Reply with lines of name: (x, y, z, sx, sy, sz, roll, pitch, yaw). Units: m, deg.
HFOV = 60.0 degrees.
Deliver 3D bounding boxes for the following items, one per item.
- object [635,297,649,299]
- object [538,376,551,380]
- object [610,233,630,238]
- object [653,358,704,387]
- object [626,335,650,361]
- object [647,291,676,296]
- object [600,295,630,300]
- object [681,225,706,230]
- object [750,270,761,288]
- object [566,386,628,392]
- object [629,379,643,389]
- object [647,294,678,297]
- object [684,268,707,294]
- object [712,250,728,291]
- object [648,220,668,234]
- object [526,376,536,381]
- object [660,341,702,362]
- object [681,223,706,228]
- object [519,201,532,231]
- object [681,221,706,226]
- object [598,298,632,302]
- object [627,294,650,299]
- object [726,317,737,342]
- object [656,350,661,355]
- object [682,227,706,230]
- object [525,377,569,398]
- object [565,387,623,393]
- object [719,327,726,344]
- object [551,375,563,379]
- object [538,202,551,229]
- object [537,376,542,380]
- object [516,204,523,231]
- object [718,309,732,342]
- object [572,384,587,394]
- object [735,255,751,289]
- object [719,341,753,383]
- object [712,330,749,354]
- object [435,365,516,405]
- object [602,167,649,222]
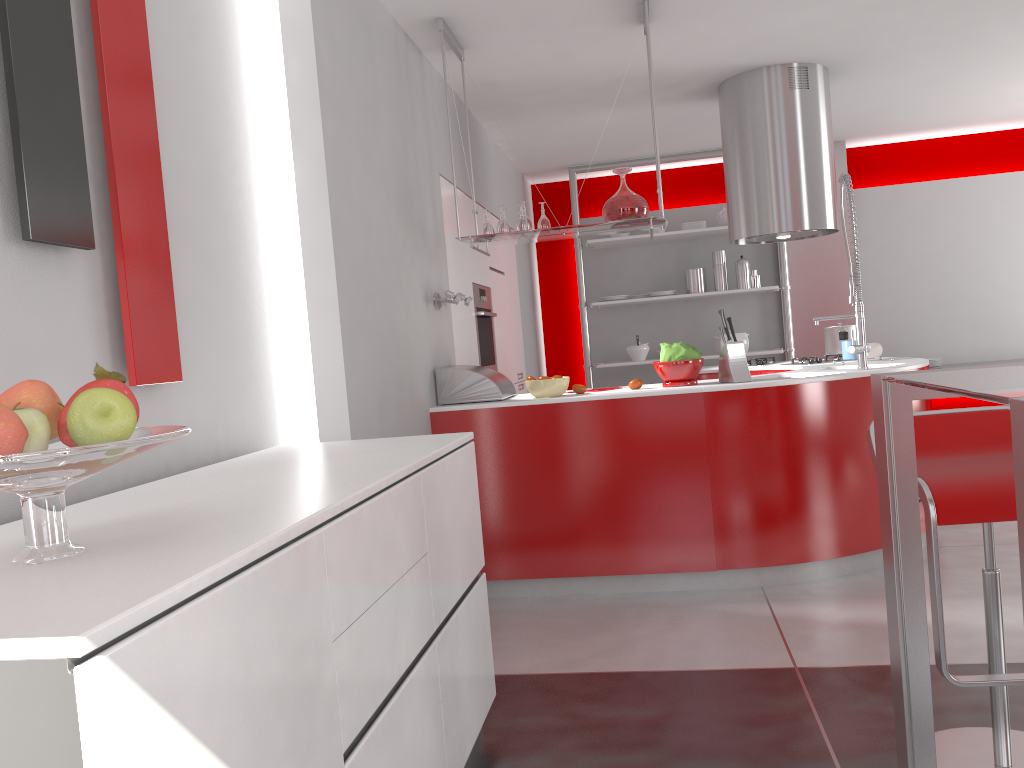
object: (1.100, -0.719, 7.545, 0.280, 0.015, 0.280, -7, 3, -44)
object: (0.149, -0.010, 4.021, 0.065, 0.052, 0.062, -5, 2, -6)
object: (0.895, -1.297, 7.400, 0.231, 0.191, 0.231, -7, 3, -40)
object: (0.762, -0.051, 4.041, 0.229, 0.118, 0.228, -6, 2, -19)
object: (1.049, -0.299, 7.397, 0.192, 0.214, 0.192, -5, 2, -4)
object: (1.229, -0.734, 7.284, 0.244, 0.042, 0.244, -5, 2, -6)
object: (0.857, -0.705, 7.360, 0.244, 0.042, 0.244, -5, 2, -6)
object: (1.501, -1.281, 7.326, 0.200, 0.030, 0.200, -4, 2, 9)
object: (1.987, -0.859, 7.321, 0.127, 0.157, 0.127, -4, 2, 20)
object: (0.432, 0.019, 4.249, 0.375, 0.008, 0.041, -5, 2, -14)
object: (0.565, 0.001, 4.052, 0.064, 0.048, 0.063, -5, 2, -13)
object: (1.230, -0.720, 7.285, 0.280, 0.015, 0.280, -3, 3, 39)
object: (1.509, -0.842, 7.302, 0.184, 0.205, 0.172, -4, 2, 15)
object: (1.696, -0.916, 7.224, 0.109, 0.329, 0.110, -5, 2, 7)
object: (1.199, -1.302, 7.352, 0.192, 0.153, 0.192, -4, 2, 23)
object: (0.094, -0.011, 4.048, 0.055, 0.058, 0.066, -5, 2, -5)
object: (0.768, -0.105, 4.038, 0.198, 0.182, 0.193, -4, 2, 15)
object: (1.500, -1.295, 7.326, 0.200, 0.030, 0.200, -4, 2, 9)
object: (0.058, -0.754, 4.015, 0.060, 0.141, 0.060, -5, 2, -14)
object: (1.498, -1.311, 7.325, 0.200, 0.030, 0.200, -4, 2, 9)
object: (0.858, -0.691, 7.361, 0.280, 0.015, 0.280, -7, 3, -44)
object: (1.099, -0.733, 7.545, 0.244, 0.042, 0.244, -5, 2, 1)
object: (1.003, -0.162, 3.961, 0.012, 0.279, 0.130, -6, 2, -20)
object: (1.354, -0.257, 7.499, 0.272, 0.072, 0.272, -6, 3, -27)
object: (1.503, -1.265, 7.327, 0.200, 0.030, 0.200, -4, 2, 9)
object: (0.164, 0.019, 4.037, 0.201, 0.086, 0.201, -4, 2, 10)
object: (0.377, 0.031, 4.240, 0.266, 0.006, 0.168, -3, 3, 36)
object: (0.951, -0.159, 3.944, 0.009, 0.197, 0.091, -6, 2, -20)
object: (0.205, -0.016, 4.053, 0.066, 0.049, 0.062, -4, 2, 17)
object: (0.145, -0.764, 4.085, 0.060, 0.141, 0.060, -4, 2, 9)
object: (0.145, -0.012, 4.083, 0.066, 0.049, 0.062, -5, 2, 6)
object: (0.047, -0.756, 4.100, 0.060, 0.141, 0.060, -4, 2, 9)
object: (0.972, -0.175, 3.960, 0.014, 0.322, 0.150, -6, 2, -20)
object: (0.310, 0.024, 4.073, 0.065, 0.047, 0.063, -5, 2, 9)
object: (1.862, -0.899, 7.149, 0.115, 0.274, 0.115, -5, 2, 2)
object: (0.986, -0.099, 3.937, 0.091, 0.178, 0.137, -6, 2, -18)
object: (1.809, -0.350, 7.328, 0.282, 0.197, 0.235, -5, 2, -1)
object: (-0.166, -0.011, 4.246, 0.300, 0.170, 0.400, -4, 2, 9)
object: (0.518, -0.858, 4.083, 0.213, 0.266, 0.213, -3, 3, 37)
